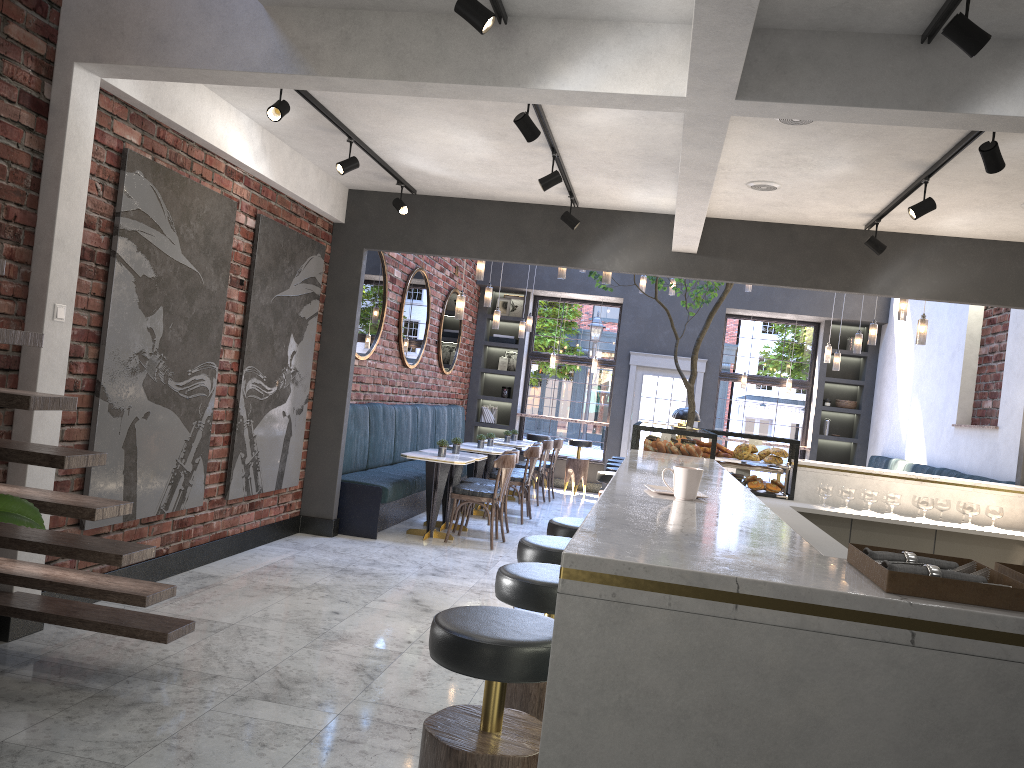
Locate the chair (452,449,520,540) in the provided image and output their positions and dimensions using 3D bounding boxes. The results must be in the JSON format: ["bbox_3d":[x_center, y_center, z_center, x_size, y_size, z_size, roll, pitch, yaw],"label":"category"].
[{"bbox_3d":[-0.234,1.050,8.736,0.521,0.851,0.538,7,0,11],"label":"chair"}]

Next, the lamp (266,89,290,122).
[{"bbox_3d":[-1.261,-1.528,4.809,0.087,0.235,0.157,7,0,4],"label":"lamp"}]

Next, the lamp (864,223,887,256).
[{"bbox_3d":[2.665,-1.059,6.487,0.157,0.235,0.087,7,0,3],"label":"lamp"}]

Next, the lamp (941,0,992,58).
[{"bbox_3d":[1.541,-1.225,2.998,0.157,0.235,0.087,7,0,3],"label":"lamp"}]

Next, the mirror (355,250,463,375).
[{"bbox_3d":[-1.110,-0.931,10.436,0.036,1.510,4.774,7,-1,9],"label":"mirror"}]

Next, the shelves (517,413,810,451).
[{"bbox_3d":[2.262,0.720,13.591,4.402,0.043,0.384,6,-1,9],"label":"shelves"}]

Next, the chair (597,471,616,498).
[{"bbox_3d":[0.990,1.251,8.798,0.371,0.737,0.371,7,0,-37],"label":"chair"}]

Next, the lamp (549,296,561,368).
[{"bbox_3d":[0.707,-0.959,13.874,0.078,1.429,0.078,7,0,39],"label":"lamp"}]

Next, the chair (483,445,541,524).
[{"bbox_3d":[0.020,1.091,9.912,0.521,0.851,0.538,7,0,11],"label":"chair"}]

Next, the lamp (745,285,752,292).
[{"bbox_3d":[3.237,-3.216,11.285,0.078,4.105,0.078,7,0,-6],"label":"lamp"}]

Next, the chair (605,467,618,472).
[{"bbox_3d":[1.147,1.276,9.485,0.371,0.737,0.371,6,0,37],"label":"chair"}]

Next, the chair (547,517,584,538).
[{"bbox_3d":[0.313,1.084,4.315,0.372,0.821,0.370,7,0,-28],"label":"chair"}]

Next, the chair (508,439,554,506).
[{"bbox_3d":[0.242,1.135,11.679,0.521,0.851,0.538,7,0,11],"label":"chair"}]

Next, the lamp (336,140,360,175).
[{"bbox_3d":[-1.087,-1.498,5.895,0.157,0.238,0.087,7,0,-42],"label":"lamp"}]

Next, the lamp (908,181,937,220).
[{"bbox_3d":[2.460,-1.095,5.310,0.157,0.235,0.087,7,0,3],"label":"lamp"}]

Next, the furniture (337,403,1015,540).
[{"bbox_3d":[1.614,1.126,9.996,6.020,1.151,5.342,6,-1,9],"label":"furniture"}]

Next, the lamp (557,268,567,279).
[{"bbox_3d":[0.727,-3.092,8.851,0.078,4.105,0.078,7,0,39],"label":"lamp"}]

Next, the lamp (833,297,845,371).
[{"bbox_3d":[4.270,-2.206,11.055,0.078,4.105,0.078,7,0,-6],"label":"lamp"}]

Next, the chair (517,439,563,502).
[{"bbox_3d":[0.403,1.159,12.240,0.521,0.851,0.497,7,0,8],"label":"chair"}]

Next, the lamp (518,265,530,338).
[{"bbox_3d":[0.354,-2.649,11.747,0.078,4.105,0.078,7,0,-6],"label":"lamp"}]

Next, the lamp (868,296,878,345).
[{"bbox_3d":[4.004,-2.450,9.295,0.078,4.105,0.078,7,0,-28],"label":"lamp"}]

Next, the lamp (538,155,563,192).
[{"bbox_3d":[0.251,-1.347,5.677,0.157,0.238,0.087,7,0,3],"label":"lamp"}]

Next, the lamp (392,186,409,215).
[{"bbox_3d":[-0.884,-1.461,7.074,0.087,0.235,0.157,7,0,-40],"label":"lamp"}]

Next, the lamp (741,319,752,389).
[{"bbox_3d":[3.574,-0.635,13.398,0.078,1.429,0.078,7,0,-28],"label":"lamp"}]

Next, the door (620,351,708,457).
[{"bbox_3d":[2.178,0.686,13.068,1.131,2.219,0.152,7,0,9],"label":"door"}]

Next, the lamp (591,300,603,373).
[{"bbox_3d":[1.351,-0.886,13.767,0.078,1.429,0.078,7,0,-28],"label":"lamp"}]

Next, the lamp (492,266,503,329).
[{"bbox_3d":[0.036,-2.697,10.604,0.078,4.105,0.078,7,0,17],"label":"lamp"}]

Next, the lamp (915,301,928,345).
[{"bbox_3d":[3.699,-2.373,7.525,0.078,4.105,0.078,7,0,-6],"label":"lamp"}]

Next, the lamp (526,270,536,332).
[{"bbox_3d":[0.462,-2.765,12.313,0.078,4.105,0.078,7,0,-6],"label":"lamp"}]

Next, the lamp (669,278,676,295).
[{"bbox_3d":[2.396,-3.244,12.005,0.078,4.105,0.078,7,0,-6],"label":"lamp"}]

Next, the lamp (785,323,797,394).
[{"bbox_3d":[4.218,-0.562,13.291,0.078,1.429,0.078,7,0,39],"label":"lamp"}]

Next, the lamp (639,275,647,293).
[{"bbox_3d":[1.911,-3.213,11.448,0.078,4.105,0.078,7,0,-6],"label":"lamp"}]

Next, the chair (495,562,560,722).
[{"bbox_3d":[0.088,1.044,2.992,0.371,0.821,0.371,7,0,-37],"label":"chair"}]

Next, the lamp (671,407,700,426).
[{"bbox_3d":[0.901,-1.108,6.618,4.183,3.256,8.834,7,-1,-7],"label":"lamp"}]

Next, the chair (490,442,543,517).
[{"bbox_3d":[0.060,1.102,10.545,0.521,0.851,0.538,7,0,3],"label":"chair"}]

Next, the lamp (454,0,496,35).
[{"bbox_3d":[-0.131,-1.416,3.277,0.157,0.238,0.087,7,0,3],"label":"lamp"}]

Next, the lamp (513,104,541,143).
[{"bbox_3d":[0.084,-1.377,4.595,0.157,0.238,0.087,7,0,-42],"label":"lamp"}]

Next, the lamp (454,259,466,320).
[{"bbox_3d":[-0.254,-2.632,8.125,0.078,4.105,0.078,7,0,-6],"label":"lamp"}]

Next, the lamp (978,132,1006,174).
[{"bbox_3d":[2.294,-1.126,4.227,0.157,0.235,0.087,7,0,-42],"label":"lamp"}]

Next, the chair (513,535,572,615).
[{"bbox_3d":[0.165,1.060,3.644,0.370,0.821,0.372,7,0,19],"label":"chair"}]

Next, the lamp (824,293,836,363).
[{"bbox_3d":[4.393,-2.320,11.710,0.078,4.105,0.078,7,0,-6],"label":"lamp"}]

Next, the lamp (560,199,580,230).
[{"bbox_3d":[0.456,-1.311,6.854,0.157,0.238,0.087,7,0,3],"label":"lamp"}]

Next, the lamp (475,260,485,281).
[{"bbox_3d":[-0.090,-3.072,8.801,0.078,4.105,0.078,7,0,-6],"label":"lamp"}]

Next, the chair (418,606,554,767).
[{"bbox_3d":[-0.067,1.019,2.279,0.370,0.821,0.372,6,0,40],"label":"chair"}]

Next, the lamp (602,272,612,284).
[{"bbox_3d":[1.074,-2.934,7.913,0.078,4.105,0.078,7,0,39],"label":"lamp"}]

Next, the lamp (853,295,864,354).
[{"bbox_3d":[4.107,-2.383,9.958,0.078,4.105,0.078,7,0,-28],"label":"lamp"}]

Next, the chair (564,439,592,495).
[{"bbox_3d":[0.997,1.259,13.514,0.372,0.821,0.370,7,0,-28],"label":"chair"}]

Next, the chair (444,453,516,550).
[{"bbox_3d":[-0.269,1.040,8.156,0.521,0.851,0.538,7,0,11],"label":"chair"}]

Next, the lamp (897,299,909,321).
[{"bbox_3d":[3.843,-2.626,8.215,0.078,4.105,0.078,7,0,-6],"label":"lamp"}]

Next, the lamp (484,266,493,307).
[{"bbox_3d":[-0.046,-2.908,9.969,0.078,4.105,0.078,7,0,17],"label":"lamp"}]

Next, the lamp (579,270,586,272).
[{"bbox_3d":[1.123,-3.455,11.198,0.078,4.105,0.078,7,0,-6],"label":"lamp"}]

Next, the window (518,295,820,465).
[{"bbox_3d":[1.528,-1.479,7.767,6.404,5.364,12.712,6,-1,9],"label":"window"}]
